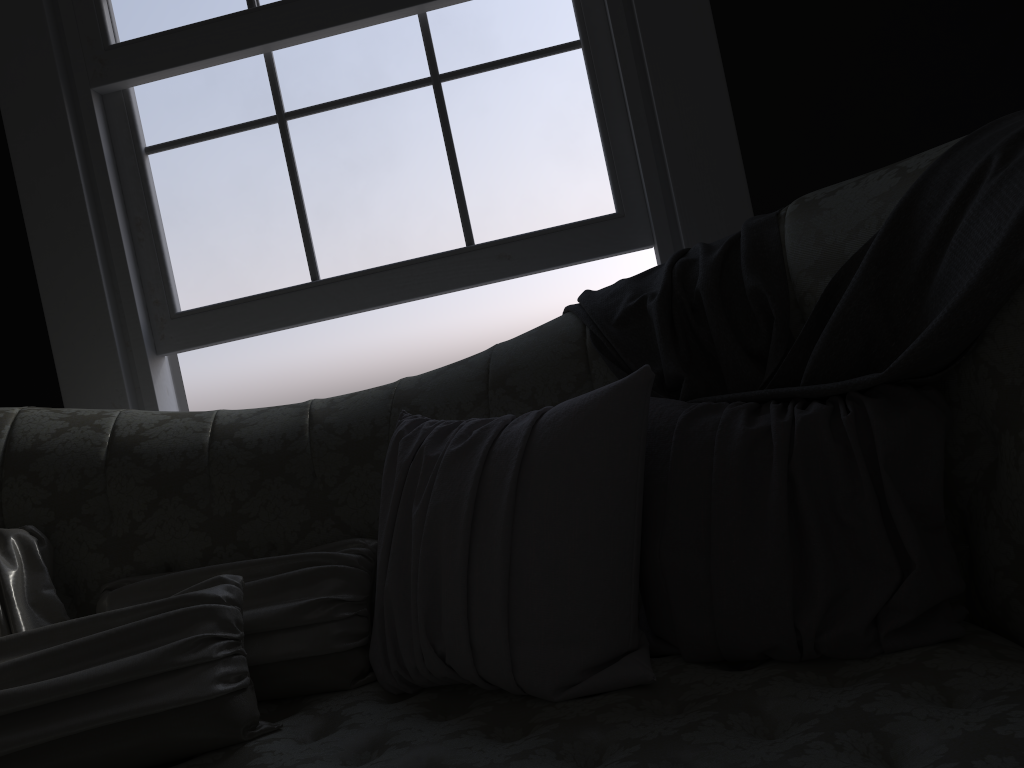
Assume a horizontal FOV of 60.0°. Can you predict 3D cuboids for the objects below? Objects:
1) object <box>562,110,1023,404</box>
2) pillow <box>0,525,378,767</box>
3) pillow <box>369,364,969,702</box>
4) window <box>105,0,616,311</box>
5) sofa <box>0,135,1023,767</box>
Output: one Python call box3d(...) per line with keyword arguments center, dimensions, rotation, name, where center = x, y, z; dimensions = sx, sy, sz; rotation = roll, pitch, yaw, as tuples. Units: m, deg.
box3d(center=(0.589, -0.067, 1.483), dimensions=(0.516, 0.585, 1.370), rotation=(-12, 0, -35), name="object")
box3d(center=(-0.794, 0.426, 1.454), dimensions=(1.106, 0.416, 0.529), rotation=(-12, 0, 6), name="pillow")
box3d(center=(0.178, 0.200, 1.379), dimensions=(0.965, 0.461, 0.404), rotation=(-12, 0, 13), name="pillow")
box3d(center=(-0.485, -1.108, 2.327), dimensions=(1.263, 1.672, 0.056), rotation=(-12, 0, 6), name="window")
box3d(center=(-0.300, 0.413, 1.478), dimensions=(2.814, 1.161, 1.605), rotation=(-12, 0, 6), name="sofa")
